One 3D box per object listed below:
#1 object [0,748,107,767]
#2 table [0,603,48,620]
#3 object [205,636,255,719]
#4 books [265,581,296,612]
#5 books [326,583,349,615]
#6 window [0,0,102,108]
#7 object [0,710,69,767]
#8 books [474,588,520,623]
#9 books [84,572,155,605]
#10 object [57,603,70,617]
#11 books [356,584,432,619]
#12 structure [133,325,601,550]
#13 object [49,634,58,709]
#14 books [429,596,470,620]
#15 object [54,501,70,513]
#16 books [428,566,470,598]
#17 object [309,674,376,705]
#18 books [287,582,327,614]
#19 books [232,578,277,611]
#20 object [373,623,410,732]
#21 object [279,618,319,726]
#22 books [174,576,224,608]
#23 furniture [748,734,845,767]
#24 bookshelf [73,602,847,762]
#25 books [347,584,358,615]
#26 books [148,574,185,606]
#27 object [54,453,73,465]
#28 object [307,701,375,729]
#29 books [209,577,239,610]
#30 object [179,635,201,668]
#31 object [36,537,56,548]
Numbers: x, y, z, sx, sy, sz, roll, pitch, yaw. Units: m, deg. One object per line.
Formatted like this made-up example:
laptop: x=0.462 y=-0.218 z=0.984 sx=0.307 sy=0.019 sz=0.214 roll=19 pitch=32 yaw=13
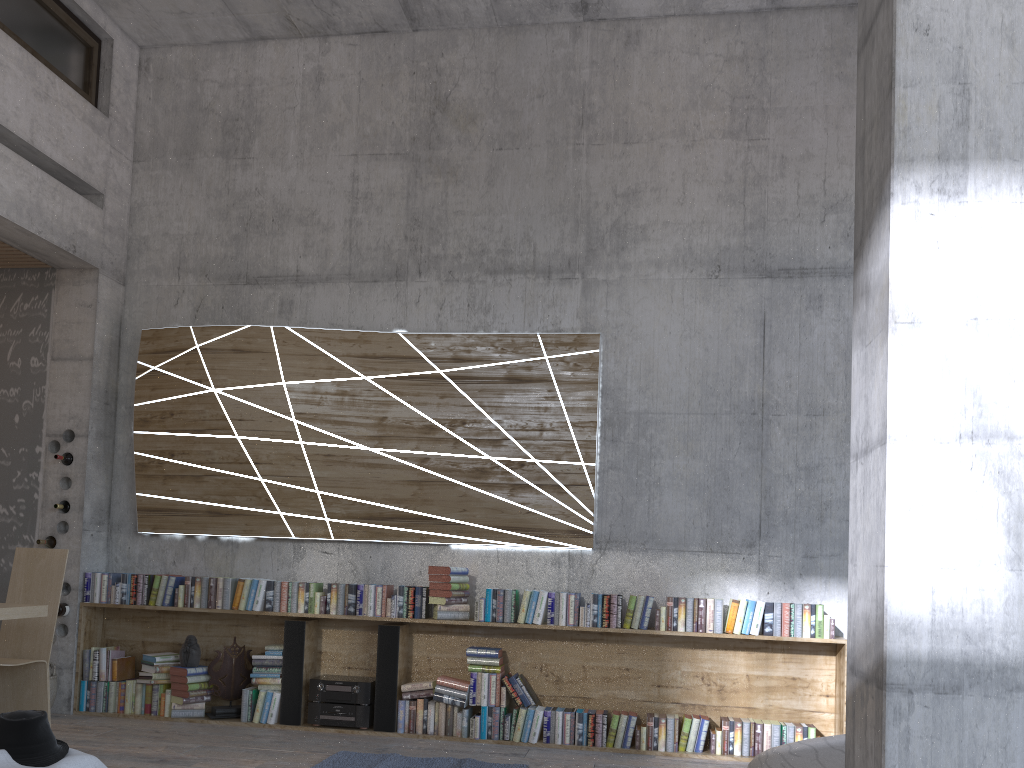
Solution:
object: x=-1.760 y=1.458 z=2.885 sx=1.045 sy=0.495 sz=1.623 roll=-3 pitch=-12 yaw=27
table: x=-5.190 y=1.513 z=4.686 sx=5.184 sy=0.912 sz=1.029 roll=0 pitch=-8 yaw=9
object: x=-2.014 y=2.100 z=6.312 sx=0.346 sy=0.562 sz=0.197 roll=5 pitch=-5 yaw=-31
books: x=-1.641 y=1.506 z=6.211 sx=0.156 sy=0.218 sz=0.156 roll=1 pitch=-6 yaw=9
books: x=-1.204 y=1.519 z=6.192 sx=0.155 sy=0.218 sz=0.208 roll=1 pitch=-7 yaw=9
window: x=-3.738 y=-3.140 z=2.394 sx=0.113 sy=0.597 sz=8.597 roll=2 pitch=-11 yaw=9
object: x=-1.710 y=1.229 z=3.064 sx=0.302 sy=0.166 sz=0.303 roll=3 pitch=-10 yaw=-3
books: x=-0.101 y=1.507 z=5.979 sx=0.278 sy=0.218 sz=0.213 roll=1 pitch=-7 yaw=8
books: x=-2.858 y=1.499 z=6.427 sx=0.489 sy=0.217 sz=0.218 roll=1 pitch=-7 yaw=9
object: x=-3.232 y=1.648 z=6.420 sx=0.095 sy=0.093 sz=0.344 roll=1 pitch=-11 yaw=9
books: x=-0.819 y=1.513 z=6.104 sx=0.489 sy=0.217 sz=0.218 roll=1 pitch=-7 yaw=9
structure: x=-1.107 y=0.355 z=6.238 sx=3.410 sy=1.518 sz=0.363 roll=1 pitch=-4 yaw=9
object: x=-3.332 y=2.003 z=6.173 sx=0.250 sy=0.674 sz=0.273 roll=4 pitch=-5 yaw=-28
books: x=-0.427 y=1.534 z=6.005 sx=0.287 sy=0.148 sz=0.223 roll=9 pitch=-11 yaw=-33
object: x=-3.251 y=0.913 z=6.468 sx=0.093 sy=0.092 sz=0.353 roll=1 pitch=-11 yaw=9
books: x=-0.432 y=1.356 z=6.010 sx=0.190 sy=0.207 sz=0.249 roll=-2 pitch=-9 yaw=30
object: x=-1.167 y=2.146 z=6.149 sx=0.440 sy=0.159 sz=0.309 roll=0 pitch=-10 yaw=9
books: x=-1.427 y=1.509 z=6.179 sx=0.276 sy=0.218 sz=0.173 roll=1 pitch=-6 yaw=10
books: x=-1.837 y=1.498 z=6.244 sx=0.249 sy=0.225 sz=0.192 roll=1 pitch=-7 yaw=9
object: x=-0.840 y=2.060 z=6.126 sx=0.152 sy=0.750 sz=0.276 roll=2 pitch=-4 yaw=9
object: x=-1.512 y=2.056 z=6.232 sx=0.152 sy=0.750 sz=0.276 roll=2 pitch=-4 yaw=9
books: x=-2.263 y=1.502 z=6.337 sx=0.278 sy=0.218 sz=0.213 roll=1 pitch=-7 yaw=8
furniture: x=1.965 y=1.875 z=4.036 sx=1.814 sy=0.799 sz=1.639 roll=12 pitch=-14 yaw=-43
bookshelf: x=-0.493 y=2.025 z=6.062 sx=5.319 sy=0.795 sz=0.307 roll=0 pitch=-4 yaw=9
books: x=-1.102 y=1.517 z=6.168 sx=0.055 sy=0.218 sz=0.192 roll=2 pitch=-7 yaw=9
books: x=-2.505 y=1.502 z=6.384 sx=0.199 sy=0.225 sz=0.192 roll=1 pitch=-7 yaw=9
object: x=-3.244 y=0.556 z=6.450 sx=0.090 sy=0.089 sz=0.341 roll=1 pitch=-11 yaw=9
object: x=-1.173 y=2.306 z=6.147 sx=0.440 sy=0.161 sz=0.298 roll=0 pitch=-10 yaw=9
books: x=-2.053 y=1.497 z=6.278 sx=0.156 sy=0.218 sz=0.192 roll=1 pitch=-7 yaw=9
object: x=-2.292 y=1.902 z=6.248 sx=0.145 sy=0.226 sz=0.137 roll=2 pitch=-5 yaw=6
object: x=-3.358 y=1.163 z=6.431 sx=0.095 sy=0.093 sz=0.344 roll=1 pitch=-11 yaw=9
